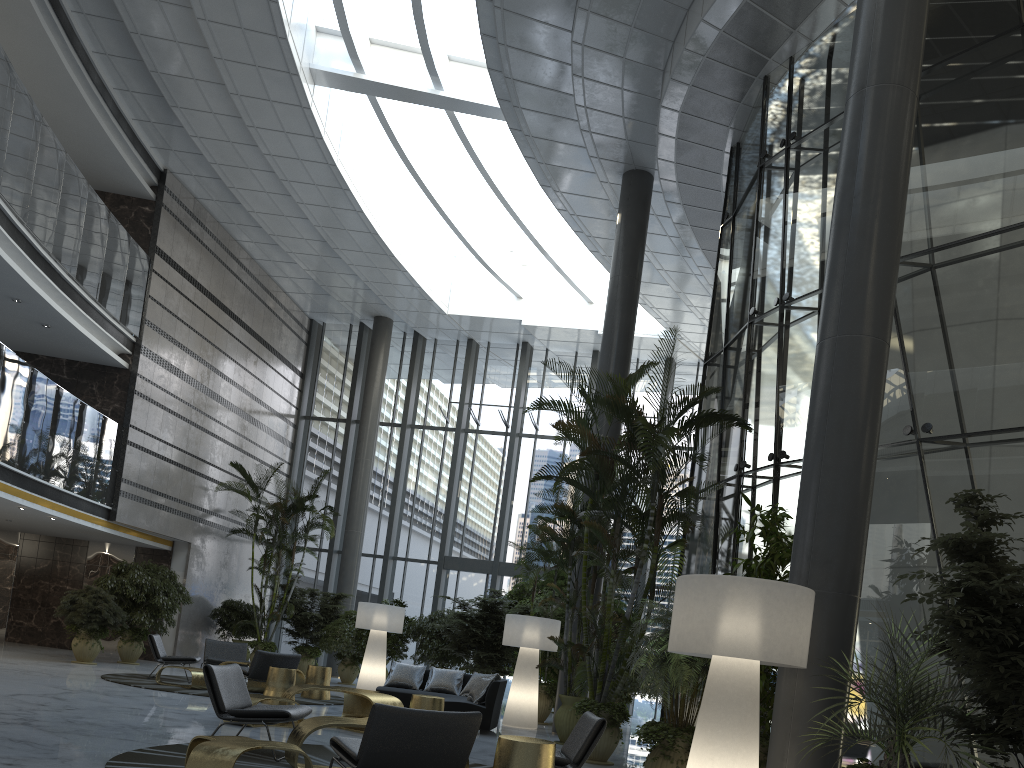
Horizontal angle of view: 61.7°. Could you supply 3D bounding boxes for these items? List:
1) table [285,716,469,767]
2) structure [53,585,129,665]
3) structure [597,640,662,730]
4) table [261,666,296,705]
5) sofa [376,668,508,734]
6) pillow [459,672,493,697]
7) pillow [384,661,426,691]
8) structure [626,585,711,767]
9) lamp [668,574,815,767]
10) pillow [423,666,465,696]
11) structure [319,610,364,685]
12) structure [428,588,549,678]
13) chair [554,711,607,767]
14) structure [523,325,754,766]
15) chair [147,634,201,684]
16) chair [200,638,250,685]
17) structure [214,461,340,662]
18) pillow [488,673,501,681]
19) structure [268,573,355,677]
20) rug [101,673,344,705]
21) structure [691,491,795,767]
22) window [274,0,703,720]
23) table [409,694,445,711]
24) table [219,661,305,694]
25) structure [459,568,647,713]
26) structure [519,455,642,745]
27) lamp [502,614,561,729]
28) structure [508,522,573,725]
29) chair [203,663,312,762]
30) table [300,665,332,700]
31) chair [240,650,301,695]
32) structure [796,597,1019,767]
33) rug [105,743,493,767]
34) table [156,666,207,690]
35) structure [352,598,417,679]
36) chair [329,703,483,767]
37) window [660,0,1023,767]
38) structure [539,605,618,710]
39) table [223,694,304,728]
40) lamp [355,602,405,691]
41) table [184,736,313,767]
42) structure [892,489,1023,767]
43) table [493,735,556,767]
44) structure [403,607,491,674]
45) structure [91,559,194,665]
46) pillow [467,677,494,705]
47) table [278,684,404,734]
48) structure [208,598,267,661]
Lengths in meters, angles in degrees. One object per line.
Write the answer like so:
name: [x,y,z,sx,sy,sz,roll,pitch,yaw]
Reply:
table: [-0.960,2.752,6.458,1.357,0.386,1.249,6,-16,5]
structure: [-7.113,4.037,14.382,1.175,1.296,1.236,4,-10,23]
structure: [1.885,5.286,15.118,1.489,1.570,1.592,11,-11,-21]
table: [-3.106,4.050,11.487,0.438,0.485,0.462,7,-9,7]
sofa: [-1.042,4.316,11.816,1.912,0.683,2.102,6,-16,5]
pillow: [-0.474,4.314,12.276,0.303,0.403,0.618,13,-14,-36]
pillow: [-1.568,4.306,12.638,0.603,0.393,0.310,5,-8,9]
structure: [1.355,2.445,6.642,0.990,1.732,0.932,8,-6,-6]
lamp: [1.329,2.050,5.252,0.874,1.635,0.824,10,-6,-28]
pillow: [-0.975,4.362,12.573,0.601,0.392,0.311,4,-9,13]
structure: [-3.385,5.627,18.317,1.489,1.570,1.592,11,-11,-21]
structure: [-0.494,4.860,15.874,2.239,2.272,2.417,8,-10,-2]
chair: [0.269,2.730,6.315,0.734,0.653,0.746,8,-11,-4]
structure: [1.149,1.850,9.389,2.471,4.555,2.566,8,-6,-7]
chair: [-5.129,4.154,12.972,0.746,0.653,0.734,10,-11,-14]
chair: [-4.711,4.571,14.116,0.752,0.653,0.728,12,-12,-24]
structure: [-5.071,3.879,18.287,2.481,4.556,2.551,6,-6,17]
pillow: [-0.330,4.116,11.582,0.365,0.439,0.651,8,-13,-5]
structure: [-4.547,5.420,19.219,1.880,2.241,1.908,8,-9,-4]
rug: [-4.237,4.610,12.957,3.666,0.018,3.579,14,-19,-20]
structure: [2.111,2.240,7.172,1.166,2.657,1.048,9,-4,-16]
window: [-2.222,0.048,13.585,13.290,9.746,19.803,2,-15,24]
table: [-0.935,3.620,9.259,0.438,0.485,0.462,7,-9,7]
table: [-3.811,4.541,13.237,1.336,0.386,1.267,-6,-21,39]
structure: [0.875,5.170,17.302,3.687,2.886,3.364,2,-12,23]
structure: [0.890,2.843,11.151,1.662,3.647,2.084,8,-6,-4]
lamp: [0.220,4.338,12.901,0.874,1.635,0.824,10,-6,-28]
structure: [0.488,3.848,14.060,1.422,3.386,1.238,8,-4,-4]
chair: [-2.022,2.581,6.770,0.728,0.653,0.752,7,-11,1]
table: [-2.963,4.547,13.060,0.444,0.485,0.456,8,-9,-2]
chair: [-3.467,4.066,12.025,0.711,0.653,0.768,-3,-15,45]
structure: [2.213,2.044,4.926,1.449,1.656,1.272,14,-10,-36]
rug: [-0.980,2.887,6.224,3.457,0.018,3.788,0,-19,23]
table: [-4.616,4.156,12.147,0.765,0.263,0.881,11,-17,-13]
structure: [-2.665,5.354,17.721,1.211,1.923,1.456,3,-9,37]
chair: [-0.662,2.237,5.139,0.757,0.653,0.722,14,-12,-29]
window: [4.976,1.973,13.507,4.163,7.738,16.226,6,-14,14]
structure: [1.024,4.737,14.544,1.659,2.079,1.534,13,-10,-36]
table: [-2.687,3.419,8.998,0.779,0.281,0.984,-5,-20,38]
lamp: [-2.446,4.797,15.418,0.814,1.635,0.884,5,-6,29]
table: [-1.723,2.381,5.394,0.730,0.263,0.921,-5,-20,38]
structure: [2.874,1.644,4.403,1.713,2.272,2.341,3,-11,29]
table: [0.067,2.530,5.501,0.451,0.490,0.480,6,-10,11]
structure: [-1.340,5.515,17.583,1.969,1.846,1.738,-2,-13,42]
structure: [-6.892,4.220,15.890,1.591,1.926,2.148,0,-13,41]
pillow: [-0.400,4.010,11.206,0.281,0.358,0.576,9,-13,-13]
table: [-1.887,3.717,9.840,1.449,0.412,1.333,6,-16,5]
structure: [-6.055,5.501,18.890,1.473,1.510,1.108,15,-10,-36]
